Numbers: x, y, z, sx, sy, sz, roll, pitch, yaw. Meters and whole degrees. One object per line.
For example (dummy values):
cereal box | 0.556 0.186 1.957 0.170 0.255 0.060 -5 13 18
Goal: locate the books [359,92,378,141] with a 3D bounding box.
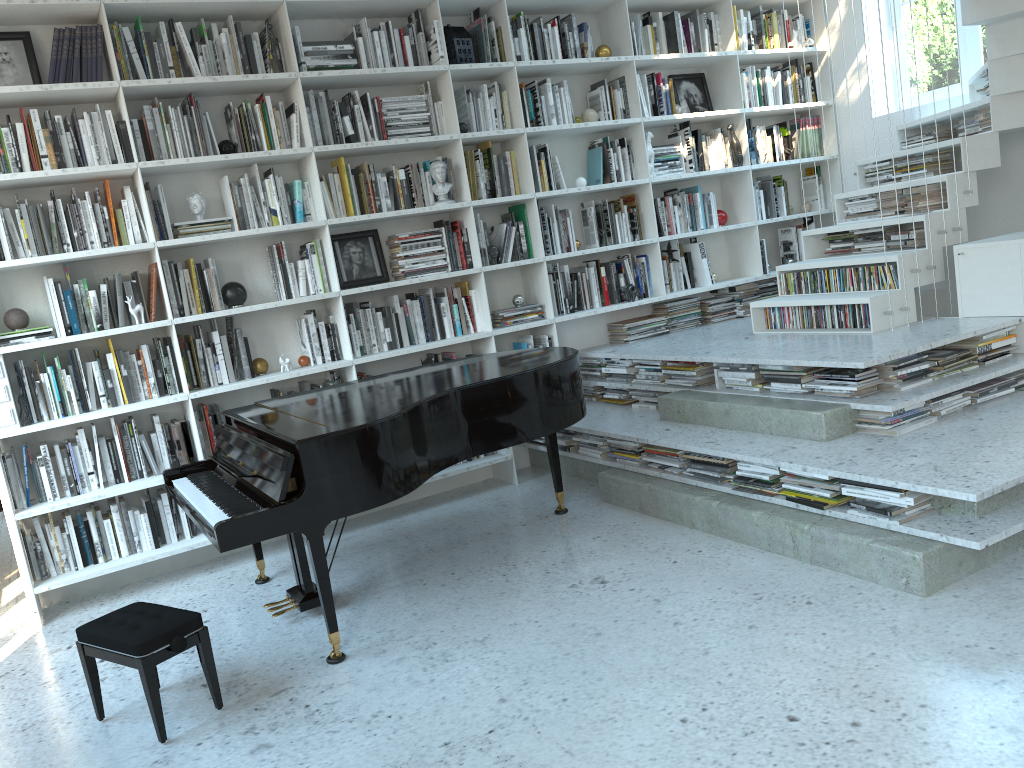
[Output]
books | -0.791 -1.425 4.824 0.021 0.269 0.191 -14 10 -27

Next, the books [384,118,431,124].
books | -0.614 -1.451 4.940 0.284 0.012 0.159 -13 9 -26

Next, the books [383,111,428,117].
books | -0.617 -1.487 4.931 0.253 0.012 0.161 -14 9 -30

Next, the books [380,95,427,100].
books | -0.632 -1.571 4.919 0.285 0.012 0.159 -13 9 -25

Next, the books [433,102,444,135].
books | -0.445 -1.474 5.026 0.029 0.199 0.171 -14 10 -27

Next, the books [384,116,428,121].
books | -0.615 -1.463 4.938 0.254 0.012 0.160 -13 9 -26

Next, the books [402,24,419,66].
books | -0.577 -1.838 4.912 0.032 0.249 0.173 -14 10 -27

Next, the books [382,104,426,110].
books | -0.621 -1.522 4.921 0.254 0.012 0.160 -13 9 -22

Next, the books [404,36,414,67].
books | -0.598 -1.803 4.904 0.028 0.188 0.176 -14 10 -27

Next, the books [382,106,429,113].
books | -0.623 -1.511 4.931 0.284 0.012 0.159 -14 9 -28

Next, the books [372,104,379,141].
books | -0.775 -1.404 4.852 0.024 0.216 0.132 -14 10 -27

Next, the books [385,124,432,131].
books | -0.605 -1.416 4.942 0.284 0.012 0.159 -14 9 -30

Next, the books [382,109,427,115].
books | -0.620 -1.499 4.931 0.254 0.012 0.160 -13 9 -25

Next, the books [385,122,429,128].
books | -0.608 -1.428 4.942 0.254 0.012 0.160 -13 9 -25

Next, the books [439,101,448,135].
books | -0.423 -1.484 5.044 0.030 0.205 0.158 -14 10 -27

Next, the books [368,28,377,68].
books | -0.788 -1.783 4.810 0.021 0.238 0.171 -14 10 -27

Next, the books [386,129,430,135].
books | -0.605 -1.392 4.951 0.253 0.012 0.160 -13 9 -27

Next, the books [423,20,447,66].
books | -0.451 -1.854 4.918 0.037 0.237 0.272 -14 10 -27

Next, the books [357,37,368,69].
books | -0.832 -1.746 4.784 0.025 0.188 0.193 -14 10 -27

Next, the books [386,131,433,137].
books | -0.601 -1.380 4.952 0.284 0.012 0.159 -13 9 -26

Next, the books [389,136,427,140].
books | -0.594 -1.356 4.950 0.253 0.012 0.161 -14 10 -31

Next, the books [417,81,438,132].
books | -0.474 -1.529 5.010 0.012 0.319 0.139 -14 10 -27

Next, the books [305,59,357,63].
books | -0.987 -1.696 4.718 0.284 0.012 0.159 -14 9 -29

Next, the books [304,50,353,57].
books | -0.991 -1.738 4.708 0.253 0.025 0.161 -14 10 -31

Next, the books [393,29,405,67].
books | -0.651 -1.807 4.872 0.023 0.223 0.190 -14 10 -27

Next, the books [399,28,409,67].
books | -0.621 -1.819 4.895 0.012 0.231 0.158 -14 10 -27

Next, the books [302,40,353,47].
books | -1.003 -1.786 4.709 0.284 0.024 0.159 -13 9 -27

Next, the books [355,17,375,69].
books | -0.798 -1.802 4.785 0.011 0.284 0.190 -14 10 -27

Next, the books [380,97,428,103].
books | -0.627 -1.559 4.915 0.284 0.012 0.159 -14 10 -32

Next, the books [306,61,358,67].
books | -0.984 -1.684 4.718 0.284 0.012 0.159 -14 9 -30

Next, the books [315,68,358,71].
books | -0.978 -1.649 4.723 0.285 0.012 0.159 -13 9 -24

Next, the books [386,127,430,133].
books | -0.605 -1.404 4.948 0.253 0.012 0.160 -14 9 -28

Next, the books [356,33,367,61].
books | -0.828 -1.771 4.818 0.024 0.224 0.128 -14 10 -27

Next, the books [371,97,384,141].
books | -0.756 -1.422 4.851 0.015 0.245 0.183 -14 10 -27

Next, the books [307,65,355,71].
books | -0.978 -1.660 4.718 0.254 0.012 0.160 -13 9 -22

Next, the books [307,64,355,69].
books | -0.982 -1.673 4.720 0.253 0.012 0.161 -14 9 -30

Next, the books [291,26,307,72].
books | -1.122 -1.706 4.617 0.021 0.249 0.191 -14 10 -27

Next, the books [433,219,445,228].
books | -0.399 -0.793 5.120 0.011 0.299 0.130 -14 10 -27

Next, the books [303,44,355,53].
books | -0.997 -1.762 4.708 0.285 0.024 0.159 -13 9 -25

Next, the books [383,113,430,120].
books | -0.615 -1.475 4.932 0.285 0.012 0.159 -13 9 -24

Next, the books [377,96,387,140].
books | -0.738 -1.425 4.847 0.013 0.247 0.176 -14 10 -27

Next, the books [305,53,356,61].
books | -0.985 -1.713 4.710 0.285 0.024 0.159 -13 9 -22

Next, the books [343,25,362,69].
books | -0.856 -1.775 4.774 0.012 0.254 0.160 -14 10 -27

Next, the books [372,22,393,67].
books | -0.712 -1.823 4.872 0.029 0.274 0.140 -14 10 -27

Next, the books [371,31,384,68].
books | -0.755 -1.780 4.826 0.027 0.217 0.190 -14 10 -27

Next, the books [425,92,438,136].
books | -0.472 -1.494 4.995 0.012 0.254 0.160 -14 10 -27

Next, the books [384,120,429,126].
books | -0.610 -1.440 4.940 0.253 0.012 0.160 -14 9 -29

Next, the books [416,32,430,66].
books | -0.523 -1.828 4.944 0.029 0.203 0.191 -14 10 -27

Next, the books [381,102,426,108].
books | -0.626 -1.536 4.925 0.254 0.012 0.160 -13 9 -25

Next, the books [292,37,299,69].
books | -1.154 -1.676 4.611 0.027 0.202 0.167 -14 10 -27

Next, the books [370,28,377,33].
books | -0.747 -1.798 4.843 0.012 0.245 0.131 -14 10 -27

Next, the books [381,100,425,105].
books | -0.630 -1.548 4.927 0.253 0.012 0.160 -13 9 -27

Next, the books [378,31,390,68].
books | -0.723 -1.790 4.846 0.028 0.219 0.183 -14 10 -27

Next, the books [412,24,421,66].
books | -0.559 -1.852 4.939 0.029 0.262 0.133 -14 10 -27

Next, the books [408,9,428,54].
books | -0.519 -1.897 4.951 0.012 0.335 0.155 -14 10 -27

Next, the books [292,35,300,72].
books | -1.144 -1.689 4.630 0.013 0.219 0.141 -14 10 -27

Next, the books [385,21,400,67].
books | -0.679 -1.825 4.866 0.023 0.270 0.184 -14 10 -27

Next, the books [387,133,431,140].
books | -0.597 -1.368 4.950 0.254 0.012 0.160 -13 9 -24

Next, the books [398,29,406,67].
books | -0.634 -1.817 4.895 0.010 0.231 0.152 -14 10 -27
